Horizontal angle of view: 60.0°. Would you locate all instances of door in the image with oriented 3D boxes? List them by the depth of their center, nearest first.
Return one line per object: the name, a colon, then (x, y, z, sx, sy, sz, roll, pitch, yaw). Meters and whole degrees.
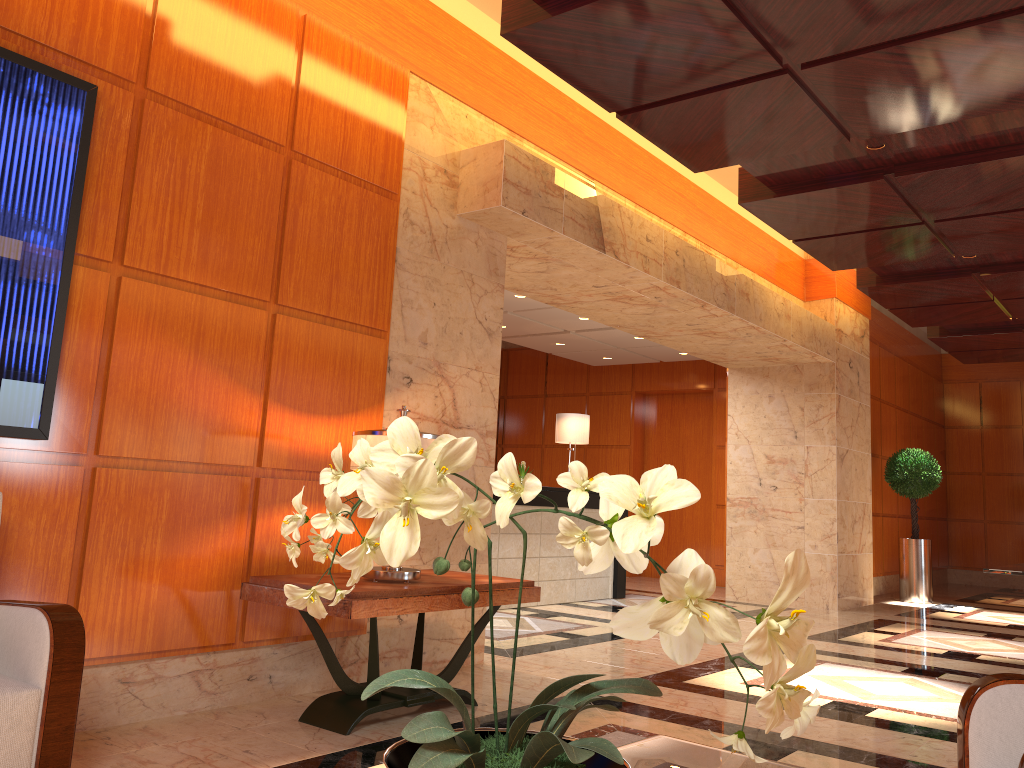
door: (2.363, 1.443, 12.709, 1.284, 2.714, 0.339, -4, -12, 37)

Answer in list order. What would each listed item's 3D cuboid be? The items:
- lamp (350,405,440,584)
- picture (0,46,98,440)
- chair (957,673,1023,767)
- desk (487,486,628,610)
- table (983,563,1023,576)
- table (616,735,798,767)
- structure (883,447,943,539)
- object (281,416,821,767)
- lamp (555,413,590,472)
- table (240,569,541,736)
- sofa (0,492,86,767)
lamp: (-0.531, 0.500, 4.116, 0.457, 0.815, 0.457, 11, -12, -42)
picture: (-2.367, -0.637, 2.760, 0.056, 1.462, 1.987, -4, -11, 38)
chair: (1.427, 0.863, 2.045, 0.628, 0.967, 0.733, 0, -9, 17)
desk: (0.015, 1.608, 8.985, 0.940, 1.148, 2.912, -4, -10, 38)
table: (3.919, 1.552, 5.376, 1.598, 0.750, 1.593, -3, -10, 38)
table: (0.091, 0.924, 1.169, 0.721, 0.499, 1.553, -4, -10, 41)
structure: (5.218, 1.671, 11.510, 0.721, 1.724, 0.717, 0, -10, 16)
object: (0.004, 0.359, 1.206, 0.788, 0.621, 0.415, 1, -9, 15)
lamp: (0.657, 0.752, 9.785, 0.371, 0.825, 0.371, 8, -10, -27)
table: (-0.541, 1.222, 4.144, 0.724, 0.610, 1.264, -4, -10, 38)
sofa: (-2.116, 0.714, 2.266, 0.612, 0.938, 1.790, -4, -11, 38)
